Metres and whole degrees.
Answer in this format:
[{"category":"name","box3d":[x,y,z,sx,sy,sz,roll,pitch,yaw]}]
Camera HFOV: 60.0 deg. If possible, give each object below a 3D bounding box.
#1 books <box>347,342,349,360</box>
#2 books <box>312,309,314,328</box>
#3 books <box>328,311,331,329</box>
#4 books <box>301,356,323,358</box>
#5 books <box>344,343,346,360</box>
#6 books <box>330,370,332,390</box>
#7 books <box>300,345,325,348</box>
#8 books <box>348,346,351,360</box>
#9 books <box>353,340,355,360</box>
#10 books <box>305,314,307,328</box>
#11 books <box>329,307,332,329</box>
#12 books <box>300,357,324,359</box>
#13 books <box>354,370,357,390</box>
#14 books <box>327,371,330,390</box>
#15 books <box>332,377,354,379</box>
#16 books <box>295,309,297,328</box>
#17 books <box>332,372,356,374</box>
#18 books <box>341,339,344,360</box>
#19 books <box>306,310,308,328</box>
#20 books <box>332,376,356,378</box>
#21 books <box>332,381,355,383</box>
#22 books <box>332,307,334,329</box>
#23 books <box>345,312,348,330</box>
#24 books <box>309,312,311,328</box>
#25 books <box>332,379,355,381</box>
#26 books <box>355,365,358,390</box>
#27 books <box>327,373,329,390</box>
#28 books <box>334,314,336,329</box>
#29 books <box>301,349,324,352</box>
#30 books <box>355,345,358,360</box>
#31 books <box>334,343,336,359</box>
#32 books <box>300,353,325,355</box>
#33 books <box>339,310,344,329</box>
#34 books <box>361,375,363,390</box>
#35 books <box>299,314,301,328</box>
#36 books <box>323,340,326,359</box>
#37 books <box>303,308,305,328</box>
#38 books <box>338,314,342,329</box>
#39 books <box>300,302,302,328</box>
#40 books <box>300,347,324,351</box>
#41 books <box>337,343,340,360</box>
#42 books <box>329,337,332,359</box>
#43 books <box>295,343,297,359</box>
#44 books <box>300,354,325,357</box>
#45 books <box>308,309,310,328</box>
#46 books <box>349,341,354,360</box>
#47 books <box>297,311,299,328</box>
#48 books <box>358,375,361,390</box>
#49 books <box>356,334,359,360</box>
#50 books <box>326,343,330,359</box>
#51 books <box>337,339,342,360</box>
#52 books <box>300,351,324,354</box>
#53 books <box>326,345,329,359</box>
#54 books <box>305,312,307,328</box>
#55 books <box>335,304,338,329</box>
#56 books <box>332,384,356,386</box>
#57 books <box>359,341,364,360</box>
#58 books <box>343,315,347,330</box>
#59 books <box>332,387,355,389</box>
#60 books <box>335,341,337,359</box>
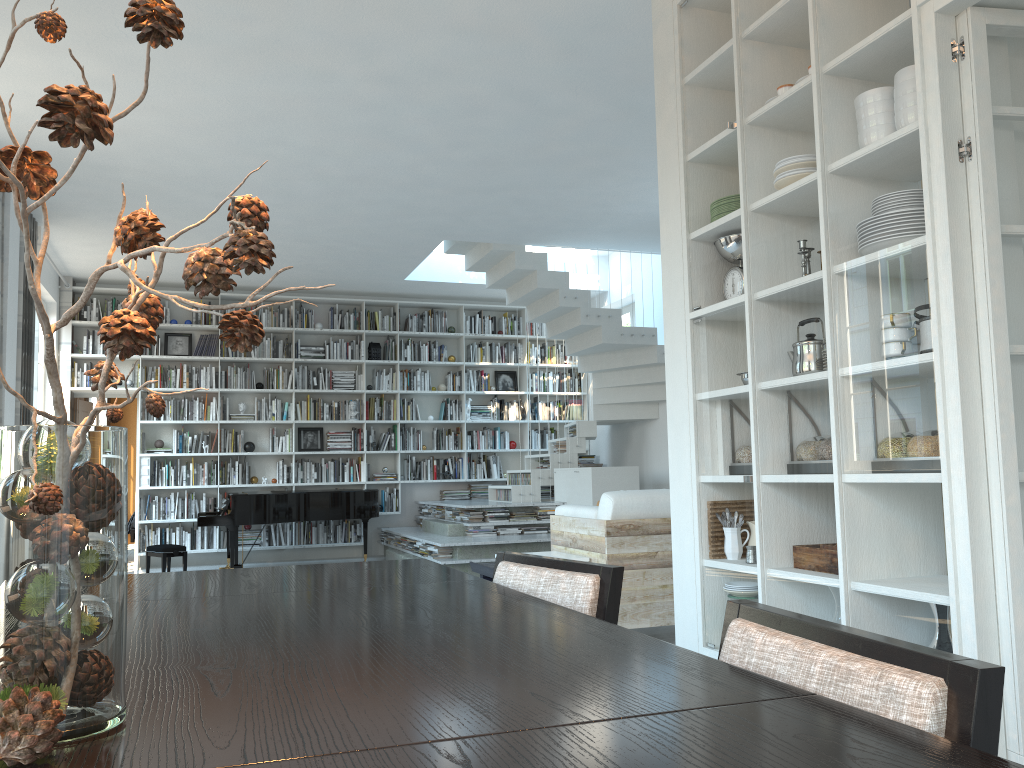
[{"category":"books","box3d":[-2.029,-0.386,10.899,0.012,0.230,0.158,1,-6,-19]},{"category":"books","box3d":[-2.425,-0.769,10.803,0.011,0.256,0.143,1,-6,-19]},{"category":"books","box3d":[-2.237,-0.760,10.879,0.012,0.245,0.151,1,-6,-19]},{"category":"books","box3d":[-2.429,-0.319,10.758,0.254,0.012,0.161,0,-6,-14]},{"category":"books","box3d":[-2.064,-0.384,10.880,0.023,0.222,0.191,1,-6,-19]},{"category":"books","box3d":[-2.213,-0.033,10.789,0.013,0.246,0.177,1,-6,-19]},{"category":"books","box3d":[-2.434,-0.444,10.781,0.285,0.024,0.159,1,-6,-19]},{"category":"books","box3d":[-2.008,-0.365,10.900,0.029,0.188,0.176,1,-6,-19]},{"category":"books","box3d":[-1.956,-0.399,10.938,0.029,0.261,0.133,1,-6,-19]},{"category":"books","box3d":[-2.513,-0.740,10.773,0.023,0.195,0.172,1,-6,-19]},{"category":"books","box3d":[-2.220,-0.785,10.869,0.014,0.292,0.176,1,-6,-19]},{"category":"books","box3d":[-2.430,-0.306,10.761,0.285,0.012,0.159,0,-6,-16]},{"category":"books","box3d":[-1.920,-0.032,10.900,0.012,0.254,0.161,1,-6,-19]},{"category":"books","box3d":[-2.230,-0.031,10.796,0.015,0.244,0.183,1,-6,-19]},{"category":"books","box3d":[-2.074,-0.070,10.865,0.254,0.012,0.161,1,-6,-17]},{"category":"books","box3d":[-2.622,-0.771,10.725,0.026,0.253,0.185,1,-6,-19]},{"category":"books","box3d":[-2.073,-0.133,10.864,0.285,0.012,0.159,1,-6,-24]},{"category":"books","box3d":[-2.089,-0.406,10.883,0.023,0.269,0.185,1,-6,-19]},{"category":"books","box3d":[-2.493,-0.765,10.790,0.014,0.248,0.139,1,-6,-19]},{"category":"books","box3d":[-2.075,-0.081,10.869,0.285,0.012,0.159,1,-6,-20]},{"category":"books","box3d":[-2.073,-0.021,10.863,0.285,0.012,0.159,1,-6,-18]},{"category":"books","box3d":[-2.201,-0.786,10.884,0.011,0.295,0.157,1,-6,-19]},{"category":"books","box3d":[-2.041,-0.754,10.935,0.023,0.236,0.154,1,-6,-19]},{"category":"books","box3d":[-2.463,-0.751,10.787,0.016,0.219,0.144,1,-6,-19]},{"category":"books","box3d":[-2.072,-0.046,10.861,0.285,0.012,0.159,0,-6,-16]},{"category":"books","box3d":[-1.915,-0.063,10.922,0.012,0.318,0.140,1,-6,-19]},{"category":"books","box3d":[-2.251,-0.016,10.797,0.024,0.216,0.132,1,-6,-19]},{"category":"books","box3d":[-2.185,-0.741,10.898,0.031,0.208,0.147,1,-6,-19]},{"category":"books","box3d":[-2.430,-0.397,10.768,0.254,0.025,0.161,1,-6,-23]},{"category":"books","box3d":[-1.924,-0.371,10.931,0.029,0.202,0.191,1,-6,-19]},{"category":"books","box3d":[-2.176,-0.381,10.848,0.027,0.216,0.190,1,-6,-19]},{"category":"books","box3d":[-2.432,-0.354,10.767,0.285,0.012,0.159,1,-6,-21]},{"category":"books","box3d":[-2.102,-0.770,10.931,0.028,0.269,0.140,1,-6,-19]},{"category":"books","box3d":[-1.867,-0.005,10.936,0.030,0.205,0.158,1,-6,-19]},{"category":"books","box3d":[-2.578,-0.741,10.744,0.026,0.194,0.166,1,-6,-19]},{"category":"books","box3d":[-2.283,-0.401,10.816,0.012,0.254,0.161,1,-6,-19]},{"category":"books","box3d":[-2.526,-0.776,10.759,0.011,0.264,0.163,1,-6,-19]},{"category":"books","box3d":[-2.132,-0.743,10.899,0.050,0.210,0.173,1,-6,-19]},{"category":"books","box3d":[-2.565,-0.812,10.770,0.014,0.340,0.145,1,-6,-19]},{"category":"books","box3d":[-2.432,-0.421,10.774,0.285,0.024,0.159,1,-6,-17]},{"category":"books","box3d":[-2.140,-0.382,10.864,0.028,0.218,0.183,1,-6,-19]},{"category":"books","box3d":[-2.220,-0.417,10.822,0.011,0.284,0.190,1,-6,-19]},{"category":"books","box3d":[-2.613,-0.380,10.689,0.027,0.201,0.168,1,-6,-19]},{"category":"books","box3d":[-2.431,-0.343,10.764,0.285,0.012,0.159,1,-6,-22]},{"category":"books","box3d":[-2.478,-0.773,10.789,0.013,0.264,0.147,1,-6,-19]},{"category":"books","box3d":[-1.980,-0.395,10.912,0.032,0.248,0.173,1,-6,-19]},{"category":"books","box3d":[-2.606,-0.756,10.749,0.023,0.227,0.157,1,-6,-19]},{"category":"books","box3d":[-1.893,-0.003,10.921,0.029,0.198,0.172,1,-6,-19]},{"category":"books","box3d":[-1.909,-0.436,10.952,0.012,0.334,0.156,1,-6,-19]},{"category":"books","box3d":[-2.250,-0.383,10.852,0.024,0.223,0.128,1,-6,-19]},{"category":"books","box3d":[-2.120,-0.406,10.894,0.029,0.273,0.140,1,-6,-19]},{"category":"books","box3d":[-2.428,-0.372,10.763,0.285,0.024,0.159,0,-6,-14]},{"category":"books","box3d":[-2.263,-0.368,10.814,0.025,0.187,0.193,1,-6,-19]},{"category":"books","box3d":[-2.506,-0.756,10.798,0.006,0.232,0.136,1,-6,-19]},{"category":"books","box3d":[-2.160,-0.804,10.889,0.010,0.331,0.186,1,-6,-19]},{"category":"books","box3d":[-2.071,0.014,10.856,0.285,0.012,0.159,1,-6,-22]},{"category":"books","box3d":[-1.854,-0.393,10.899,0.037,0.237,0.272,1,-6,-19]},{"category":"books","box3d":[-2.066,-0.738,10.920,0.033,0.202,0.166,1,-6,-19]},{"category":"books","box3d":[-2.071,0.051,10.857,0.285,0.012,0.159,1,-6,-18]},{"category":"books","box3d":[-2.162,-0.394,10.867,0.012,0.244,0.131,1,-6,-19]}]
